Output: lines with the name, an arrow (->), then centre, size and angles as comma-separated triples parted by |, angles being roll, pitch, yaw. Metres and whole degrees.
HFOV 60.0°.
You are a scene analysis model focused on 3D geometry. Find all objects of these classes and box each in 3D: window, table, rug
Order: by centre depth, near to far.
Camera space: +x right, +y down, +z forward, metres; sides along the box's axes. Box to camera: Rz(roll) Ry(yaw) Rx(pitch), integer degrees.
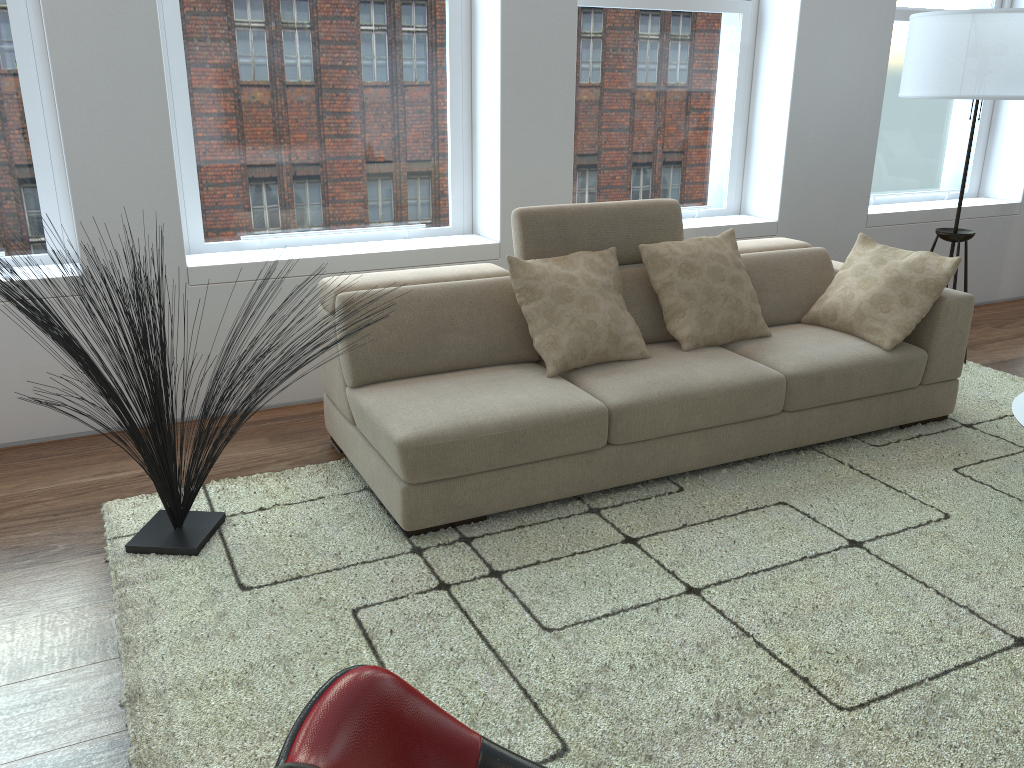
rug -> 1.124, 0.577, 2.726 | 4.231, 0.020, 2.972 | -9, 21, -25
table -> 2.117, 0.343, 2.797 | 1.022, 0.393, 1.022 | 7, 20, 17
window -> -0.851, -1.749, 3.937 | 1.444, 2.400, 0.123 | -9, 21, -25
window -> 0.763, -1.994, 4.682 | 1.345, 2.400, 0.123 | -9, 21, -25
window -> 2.623, -2.276, 5.541 | 1.391, 2.400, 0.123 | -9, 21, -25
window -> -10.718, -1.913, 6.055 | 13.698, 17.917, 34.761 | -9, 21, -25

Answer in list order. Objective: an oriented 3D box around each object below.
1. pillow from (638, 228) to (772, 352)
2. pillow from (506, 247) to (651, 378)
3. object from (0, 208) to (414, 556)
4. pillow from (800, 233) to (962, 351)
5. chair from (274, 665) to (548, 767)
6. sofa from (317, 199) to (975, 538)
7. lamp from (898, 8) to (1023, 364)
pillow -> 0.815, -0.401, 3.731 | 0.534, 0.439, 0.301 | -10, 22, -28
pillow -> 0.259, -0.301, 3.464 | 0.519, 0.416, 0.368 | -10, 22, -29
object -> -0.946, 0.023, 2.708 | 1.125, 1.014, 1.119 | -15, 24, -37
pillow -> 1.603, -0.413, 3.852 | 0.395, 0.393, 0.518 | -10, 22, -28
chair -> 0.058, 0.684, 1.118 | 0.810, 0.818, 0.669 | 18, 25, 41
sofa -> 0.591, -0.240, 3.657 | 2.581, 0.950, 1.018 | -9, 21, -25
lamp -> 2.197, -0.882, 4.350 | 0.698, 1.728, 0.698 | 0, 19, -2
